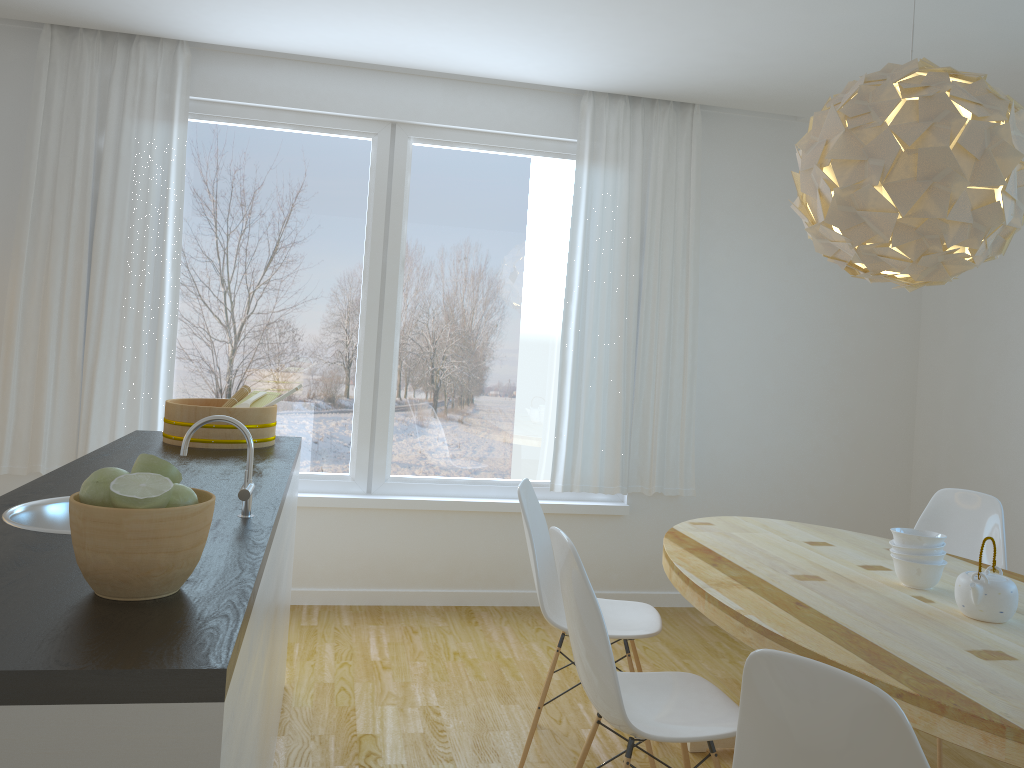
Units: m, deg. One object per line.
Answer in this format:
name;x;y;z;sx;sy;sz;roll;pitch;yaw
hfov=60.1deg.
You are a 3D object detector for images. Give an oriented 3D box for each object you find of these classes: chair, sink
chair;0.261;0.793;2.967;0.523;0.902;0.429;4;0;9
chair;1.568;0.862;3.329;0.522;0.902;0.430;4;0;-36
sink;-0.844;0.344;1.855;0.404;0.157;0.404;5;2;30
chair;0.633;0.881;1.519;0.522;0.902;0.430;4;0;-41

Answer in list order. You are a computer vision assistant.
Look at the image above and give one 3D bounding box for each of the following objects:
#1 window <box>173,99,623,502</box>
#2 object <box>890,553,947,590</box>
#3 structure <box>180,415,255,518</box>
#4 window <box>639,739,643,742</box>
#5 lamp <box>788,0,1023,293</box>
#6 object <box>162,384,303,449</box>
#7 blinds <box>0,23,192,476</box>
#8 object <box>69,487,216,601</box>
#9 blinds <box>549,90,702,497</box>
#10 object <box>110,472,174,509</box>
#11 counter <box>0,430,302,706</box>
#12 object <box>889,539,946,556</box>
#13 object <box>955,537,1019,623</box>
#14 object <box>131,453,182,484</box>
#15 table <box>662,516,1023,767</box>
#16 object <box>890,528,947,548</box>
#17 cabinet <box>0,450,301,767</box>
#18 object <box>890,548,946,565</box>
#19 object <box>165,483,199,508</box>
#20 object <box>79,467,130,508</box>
window;-0.679;-0.395;4.589;2.724;1.920;0.088;3;-1;-11
object;1.189;0.551;2.593;0.152;0.082;0.152;5;2;28
structure;-0.624;0.176;1.872;0.162;0.215;0.097;4;0;-11
window;1.682;-0.076;2.077;2.547;2.055;1.881;3;1;-11
lamp;1.145;-0.822;2.510;0.646;1.136;0.639;4;0;-12
object;-1.014;0.097;3.139;0.379;0.214;0.429;4;2;17
blinds;-1.950;-0.640;4.139;0.794;2.162;0.150;4;-1;-12
object;-0.562;0.241;1.342;0.206;0.142;0.204;5;2;40
blinds;0.658;-0.495;4.659;0.794;2.162;0.150;4;-1;-11
object;-0.539;0.167;1.285;0.086;0.065;0.084;4;1;1
counter;-0.869;0.275;2.171;0.600;0.040;2.404;3;3;-11
object;1.186;0.504;2.595;0.151;0.096;0.152;4;2;5
object;1.224;0.502;2.305;0.177;0.212;0.147;4;0;-12
object;-0.567;0.145;1.411;0.077;0.072;0.074;4;1;14
table;1.090;0.955;2.477;1.192;0.725;2.193;3;2;-13
object;1.190;0.476;2.597;0.152;0.087;0.151;4;2;17
cabinet;-0.900;0.749;2.162;0.600;0.910;2.404;4;2;-11
object;1.187;0.528;2.595;0.151;0.093;0.152;5;2;28
object;-0.527;0.194;1.361;0.098;0.085;0.081;5;1;43
object;-0.606;0.175;1.345;0.086;0.098;0.102;4;1;10
